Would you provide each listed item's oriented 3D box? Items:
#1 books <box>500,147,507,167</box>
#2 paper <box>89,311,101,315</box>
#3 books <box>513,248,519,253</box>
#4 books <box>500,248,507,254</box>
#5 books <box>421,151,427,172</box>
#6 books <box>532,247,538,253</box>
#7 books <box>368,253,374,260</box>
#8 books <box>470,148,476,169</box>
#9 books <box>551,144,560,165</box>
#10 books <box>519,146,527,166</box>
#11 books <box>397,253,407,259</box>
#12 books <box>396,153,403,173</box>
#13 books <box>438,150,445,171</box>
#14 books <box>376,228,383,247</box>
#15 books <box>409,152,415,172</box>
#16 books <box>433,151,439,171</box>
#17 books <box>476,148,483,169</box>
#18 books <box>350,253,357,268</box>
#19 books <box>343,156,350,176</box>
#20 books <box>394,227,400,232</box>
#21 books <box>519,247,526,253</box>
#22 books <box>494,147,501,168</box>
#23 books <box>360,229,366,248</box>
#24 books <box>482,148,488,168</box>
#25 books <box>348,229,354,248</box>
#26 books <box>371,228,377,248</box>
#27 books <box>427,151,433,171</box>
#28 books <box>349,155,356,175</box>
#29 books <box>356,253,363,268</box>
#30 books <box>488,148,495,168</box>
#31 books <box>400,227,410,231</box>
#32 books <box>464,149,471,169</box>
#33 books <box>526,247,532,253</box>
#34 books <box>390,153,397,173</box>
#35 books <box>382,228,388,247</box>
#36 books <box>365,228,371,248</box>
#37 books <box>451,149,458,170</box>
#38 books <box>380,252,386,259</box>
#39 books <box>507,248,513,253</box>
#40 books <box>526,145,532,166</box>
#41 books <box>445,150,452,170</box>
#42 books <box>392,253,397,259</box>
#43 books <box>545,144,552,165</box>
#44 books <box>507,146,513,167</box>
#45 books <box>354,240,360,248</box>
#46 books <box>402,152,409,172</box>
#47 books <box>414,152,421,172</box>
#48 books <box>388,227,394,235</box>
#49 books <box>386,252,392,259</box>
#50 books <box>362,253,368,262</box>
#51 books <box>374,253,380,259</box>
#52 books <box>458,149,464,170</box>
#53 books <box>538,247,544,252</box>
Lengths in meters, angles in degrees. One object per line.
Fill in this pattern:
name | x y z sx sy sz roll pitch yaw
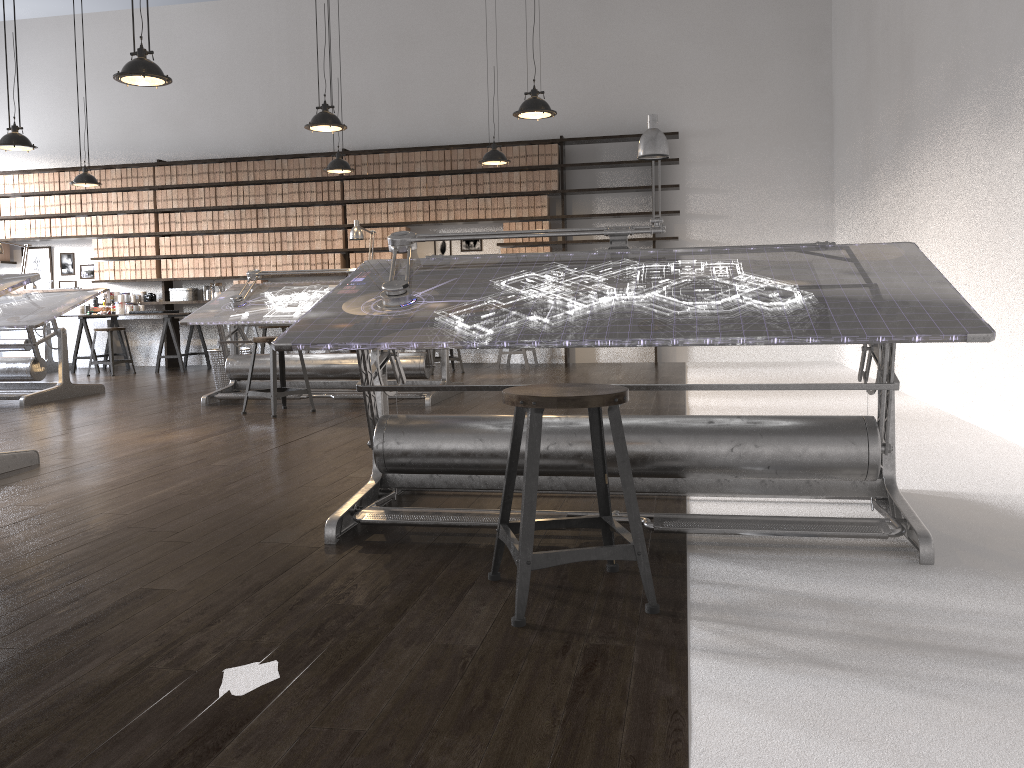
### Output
books | -0.075 -2.480 9.732 0.066 0.225 0.175 -1 4 11
paper | -4.860 -0.827 10.315 0.155 0.038 0.138 -2 5 -4
books | 0.063 -1.386 9.763 0.066 0.225 0.175 -1 4 11
books | -0.076 -1.385 9.784 0.067 0.225 0.175 -1 4 11
books | -0.962 -2.475 9.901 0.066 0.225 0.175 -1 4 11
books | 0.266 -1.386 9.715 0.067 0.225 0.175 -1 4 11
books | -1.573 -1.378 10.078 0.066 0.225 0.175 -1 4 11
books | -0.408 -2.478 9.799 0.066 0.225 0.175 -1 4 11
books | 0.476 -2.482 9.622 0.066 0.225 0.175 -1 4 11
books | 0.132 -2.480 9.686 0.066 0.225 0.175 -1 4 11
books | -1.241 -1.380 10.014 0.066 0.225 0.175 -1 4 11
books | -1.239 -2.474 9.956 0.067 0.225 0.175 -1 4 11
books | -0.763 -2.477 9.869 0.066 0.225 0.175 -1 4 11
books | -1.477 -1.652 10.043 0.067 0.225 0.175 -1 4 11
books | -1.100 -2.475 9.935 0.066 0.225 0.175 -1 4 11
books | -0.828 -2.476 9.879 0.066 0.225 0.175 -1 4 11
books | -0.343 -2.478 9.780 0.067 0.225 0.175 -1 4 11
books | -1.788 -1.378 10.125 0.066 0.225 0.175 -1 4 11
books | -1.857 -2.472 10.083 0.066 0.225 0.175 -1 4 11
books | -1.272 -1.654 10.005 0.066 0.225 0.175 -1 4 11
books | 0.130 -1.386 9.745 0.066 0.225 0.175 -1 4 11
books | -0.145 -2.479 9.742 0.067 0.225 0.175 -1 4 11
books | -1.675 -1.652 10.083 0.067 0.225 0.175 -1 4 11
books | -0.277 -2.479 9.772 0.066 0.225 0.175 -1 4 11
books | -1.812 -1.652 10.116 0.066 0.225 0.175 -1 4 11
books | -1.542 -1.653 10.061 0.066 0.225 0.175 -1 4 11
books | -0.891 -2.475 9.887 0.067 0.225 0.175 -1 4 11
books | -1.786 -2.471 10.063 0.067 0.225 0.175 -1 4 11
books | -1.717 -1.377 10.105 0.067 0.225 0.175 -1 4 11
books | -0.216 -2.479 9.758 0.066 0.225 0.175 -1 4 11
books | -1.201 -1.654 9.996 0.066 0.225 0.175 -1 4 11
books | -0.478 -2.478 9.812 0.066 0.225 0.175 -1 4 11
books | 0.201 -1.386 9.728 0.066 0.225 0.175 -1 4 11
books | -1.309 -2.474 9.972 0.066 0.225 0.175 -1 4 11
books | -1.410 -1.653 10.036 0.066 0.225 0.175 -1 4 11
books | -1.604 -1.652 10.071 0.066 0.225 0.175 -1 4 11
books | -0.617 -2.477 9.840 0.066 0.225 0.175 -1 4 11
books | -1.433 -1.379 10.055 0.066 0.225 0.175 -1 4 11
books | -0.006 -1.386 9.774 0.066 0.225 0.175 -1 4 11
books | 0.203 -2.480 9.672 0.067 0.225 0.175 -1 4 11
books | -0.692 -2.477 9.849 0.067 0.225 0.175 -1 4 11
books | -1.302 -1.380 10.028 0.066 0.225 0.175 -1 4 11
books | 0.408 -2.482 9.640 0.066 0.225 0.175 -1 4 11
books | -0.006 -2.480 9.721 0.066 0.225 0.175 -1 4 11
books | -1.744 -1.652 10.101 0.066 0.225 0.175 -1 4 11
books | -1.169 -2.475 9.947 0.066 0.225 0.175 -1 4 11
books | -1.033 -2.475 9.918 0.066 0.225 0.175 -1 4 11
books | -1.340 -1.654 10.023 0.066 0.225 0.175 -1 4 11
books | -1.368 -1.379 10.036 0.067 0.225 0.175 -1 4 11
books | -1.642 -1.378 10.096 0.066 0.225 0.175 -1 4 11
books | -1.503 -1.379 10.068 0.066 0.225 0.175 -1 4 11
books | -0.548 -2.477 9.822 0.066 0.225 0.175 -1 4 11
books | 0.329 -1.387 9.707 0.066 0.225 0.175 -1 4 11
